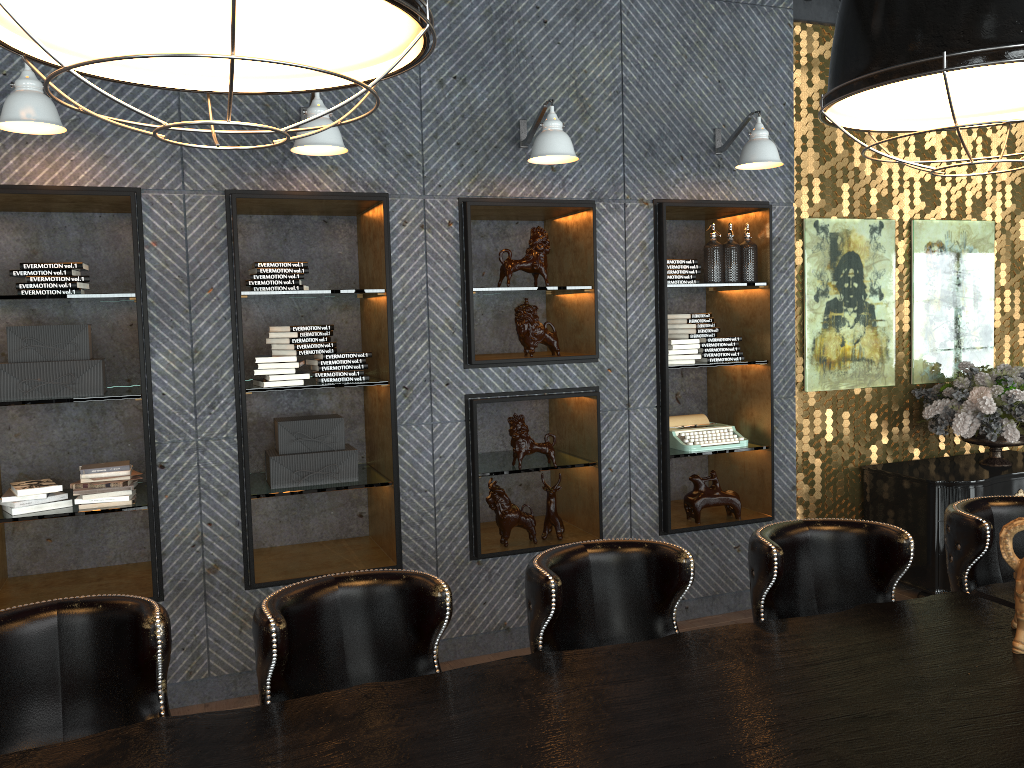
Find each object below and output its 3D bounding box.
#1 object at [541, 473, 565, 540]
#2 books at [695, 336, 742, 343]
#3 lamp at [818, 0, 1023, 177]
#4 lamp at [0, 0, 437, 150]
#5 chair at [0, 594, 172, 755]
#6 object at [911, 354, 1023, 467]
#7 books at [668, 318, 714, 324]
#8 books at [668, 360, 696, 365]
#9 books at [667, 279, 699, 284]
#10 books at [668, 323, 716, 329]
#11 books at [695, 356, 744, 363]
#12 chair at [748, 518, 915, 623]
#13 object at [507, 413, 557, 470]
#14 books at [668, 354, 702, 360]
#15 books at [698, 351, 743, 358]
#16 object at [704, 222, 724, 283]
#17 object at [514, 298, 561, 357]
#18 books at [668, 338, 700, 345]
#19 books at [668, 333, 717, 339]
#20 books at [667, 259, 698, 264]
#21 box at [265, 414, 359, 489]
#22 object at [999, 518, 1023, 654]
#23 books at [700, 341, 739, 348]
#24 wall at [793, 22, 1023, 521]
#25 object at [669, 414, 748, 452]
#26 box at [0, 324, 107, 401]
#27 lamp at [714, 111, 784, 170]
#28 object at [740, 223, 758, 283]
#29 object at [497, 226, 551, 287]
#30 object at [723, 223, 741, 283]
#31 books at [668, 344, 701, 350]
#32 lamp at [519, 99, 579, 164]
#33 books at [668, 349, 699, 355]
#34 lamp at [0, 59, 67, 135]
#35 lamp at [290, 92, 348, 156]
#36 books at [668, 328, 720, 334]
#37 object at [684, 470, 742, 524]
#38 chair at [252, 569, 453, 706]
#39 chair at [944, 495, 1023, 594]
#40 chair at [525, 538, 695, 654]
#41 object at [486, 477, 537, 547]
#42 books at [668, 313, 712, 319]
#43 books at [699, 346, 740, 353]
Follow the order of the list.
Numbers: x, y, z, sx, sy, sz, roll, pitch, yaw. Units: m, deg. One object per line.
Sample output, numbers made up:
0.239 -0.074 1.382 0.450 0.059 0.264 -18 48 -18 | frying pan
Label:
0.220 0.650 4.794 0.116 0.358 0.198 -1 4 9 | object
1.182 -0.261 5.174 0.245 0.028 0.194 -3 5 -22 | books
0.915 -1.580 1.713 0.621 2.301 0.622 0 4 24 | lamp
-0.448 -1.500 1.196 0.621 2.301 0.622 0 4 24 | lamp
-1.009 1.092 2.011 0.504 1.091 0.568 -3 4 -24 | chair
3.032 0.179 5.601 0.875 0.662 0.848 -1 4 10 | object
1.003 -0.361 5.077 0.245 0.028 0.193 -6 6 -41 | books
0.916 -0.131 5.056 0.193 0.028 0.246 -2 5 -6 | books
0.908 -0.575 5.040 0.245 0.028 0.194 -3 5 -16 | books
1.030 -0.335 5.095 0.193 0.028 0.245 2 6 39 | books
1.192 -0.147 5.163 0.245 0.028 0.194 -3 5 -20 | books
0.981 0.989 2.597 0.504 1.091 0.568 -3 4 -13 | chair
0.110 0.294 4.636 0.256 0.294 0.135 -3 4 -13 | object
0.951 -0.157 5.014 0.193 0.028 0.246 -2 5 0 | books
1.190 -0.175 5.161 0.245 0.028 0.194 -2 5 -8 | books
1.140 -0.738 5.019 0.109 0.349 0.109 0 4 24 | object
0.128 -0.285 4.668 0.242 0.337 0.159 -3 4 -16 | object
0.913 -0.241 5.020 0.193 0.028 0.245 -4 5 -23 | books
1.027 -0.280 5.113 0.245 0.028 0.193 -5 6 -38 | books
0.895 -0.687 5.029 0.245 0.028 0.194 -3 5 -18 | books
-0.986 0.329 4.366 0.419 0.315 0.323 -3 5 -21 | box
1.434 0.388 2.116 0.475 0.545 0.249 1 5 32 | object
1.163 -0.232 5.169 0.245 0.028 0.194 -3 5 -15 | books
2.548 -0.920 5.780 2.445 4.379 0.024 -3 4 -21 | wall
1.047 0.284 5.244 0.535 0.149 0.484 -3 5 -22 | object
-2.040 -0.102 3.925 0.419 0.315 0.298 -3 5 -21 | box
1.264 -1.280 4.700 0.243 0.287 0.490 -2 4 -5 | lamp
1.356 -0.751 5.099 0.109 0.349 0.109 2 5 39 | object
0.063 -0.666 4.626 0.292 0.325 0.152 -3 4 -23 | object
1.248 -0.745 5.059 0.109 0.349 0.109 -5 5 -36 | object
0.913 -0.213 5.023 0.193 0.028 0.245 -4 5 -26 | books
0.179 -1.207 4.289 0.243 0.287 0.490 -2 4 -5 | lamp
0.911 -0.186 5.033 0.193 0.028 0.245 -3 5 -19 | books
-1.857 -1.133 3.514 0.243 0.287 0.490 -2 4 -5 | lamp
-0.838 -1.149 3.903 0.243 0.287 0.490 -2 4 -5 | lamp
1.037 -0.304 5.054 0.245 0.028 0.193 -6 6 -45 | books
1.159 0.643 5.097 0.341 0.303 0.165 -3 4 -16 | object
-0.335 1.060 2.167 0.504 1.091 0.568 -4 5 -30 | chair
1.699 0.949 2.847 0.504 1.091 0.568 -3 4 -19 | chair
0.323 1.022 2.416 0.504 1.091 0.568 -4 5 -26 | chair
-0.010 0.670 4.672 0.266 0.359 0.168 -4 5 -28 | object
1.000 -0.389 5.080 0.193 0.028 0.245 2 6 40 | books
1.168 -0.203 5.162 0.245 0.028 0.194 -3 5 -19 | books
